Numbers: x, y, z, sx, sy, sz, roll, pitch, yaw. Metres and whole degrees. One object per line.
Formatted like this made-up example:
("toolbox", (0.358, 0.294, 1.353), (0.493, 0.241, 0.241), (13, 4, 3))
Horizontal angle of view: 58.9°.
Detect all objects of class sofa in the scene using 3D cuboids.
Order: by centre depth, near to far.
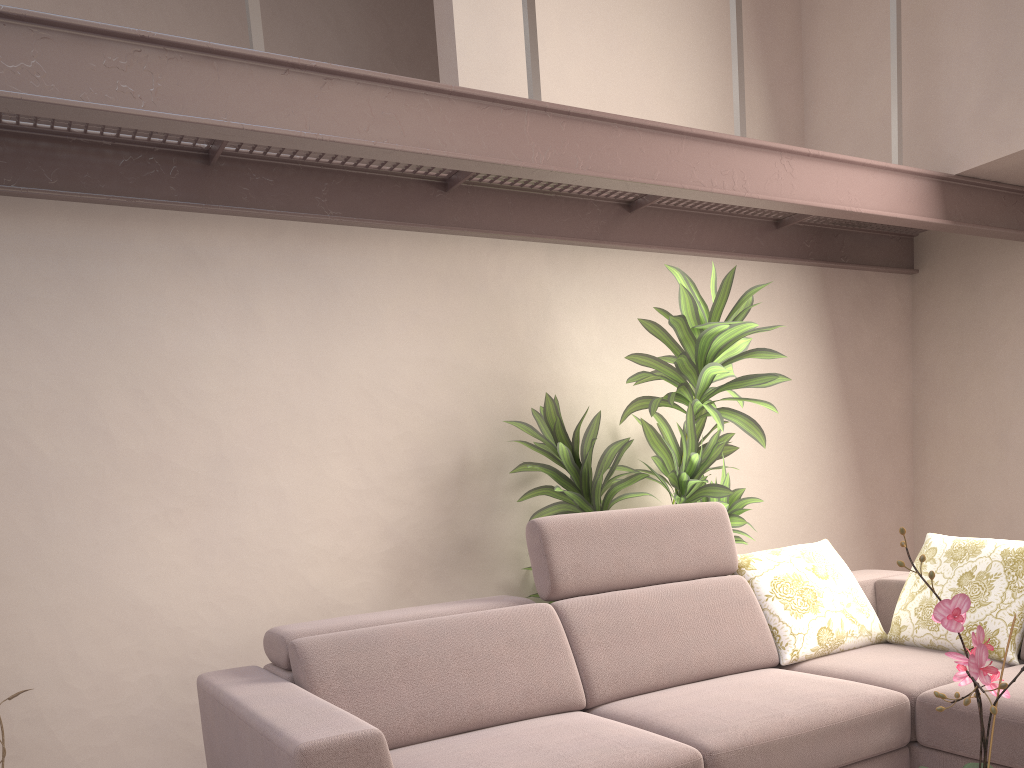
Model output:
("sofa", (0.713, 0.786, 2.276), (3.146, 0.963, 2.143), (-1, -5, -30))

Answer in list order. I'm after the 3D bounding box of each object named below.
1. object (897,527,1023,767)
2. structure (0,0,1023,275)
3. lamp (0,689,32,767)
("object", (0.748, 0.506, 1.377), (0.297, 0.611, 0.362), (-8, 6, -36))
("structure", (-0.002, -0.396, 1.543), (7.177, 3.294, 3.736), (-2, -1, -30))
("lamp", (-1.636, 0.920, 2.703), (0.338, 1.158, 0.227), (-4, 8, 3))
